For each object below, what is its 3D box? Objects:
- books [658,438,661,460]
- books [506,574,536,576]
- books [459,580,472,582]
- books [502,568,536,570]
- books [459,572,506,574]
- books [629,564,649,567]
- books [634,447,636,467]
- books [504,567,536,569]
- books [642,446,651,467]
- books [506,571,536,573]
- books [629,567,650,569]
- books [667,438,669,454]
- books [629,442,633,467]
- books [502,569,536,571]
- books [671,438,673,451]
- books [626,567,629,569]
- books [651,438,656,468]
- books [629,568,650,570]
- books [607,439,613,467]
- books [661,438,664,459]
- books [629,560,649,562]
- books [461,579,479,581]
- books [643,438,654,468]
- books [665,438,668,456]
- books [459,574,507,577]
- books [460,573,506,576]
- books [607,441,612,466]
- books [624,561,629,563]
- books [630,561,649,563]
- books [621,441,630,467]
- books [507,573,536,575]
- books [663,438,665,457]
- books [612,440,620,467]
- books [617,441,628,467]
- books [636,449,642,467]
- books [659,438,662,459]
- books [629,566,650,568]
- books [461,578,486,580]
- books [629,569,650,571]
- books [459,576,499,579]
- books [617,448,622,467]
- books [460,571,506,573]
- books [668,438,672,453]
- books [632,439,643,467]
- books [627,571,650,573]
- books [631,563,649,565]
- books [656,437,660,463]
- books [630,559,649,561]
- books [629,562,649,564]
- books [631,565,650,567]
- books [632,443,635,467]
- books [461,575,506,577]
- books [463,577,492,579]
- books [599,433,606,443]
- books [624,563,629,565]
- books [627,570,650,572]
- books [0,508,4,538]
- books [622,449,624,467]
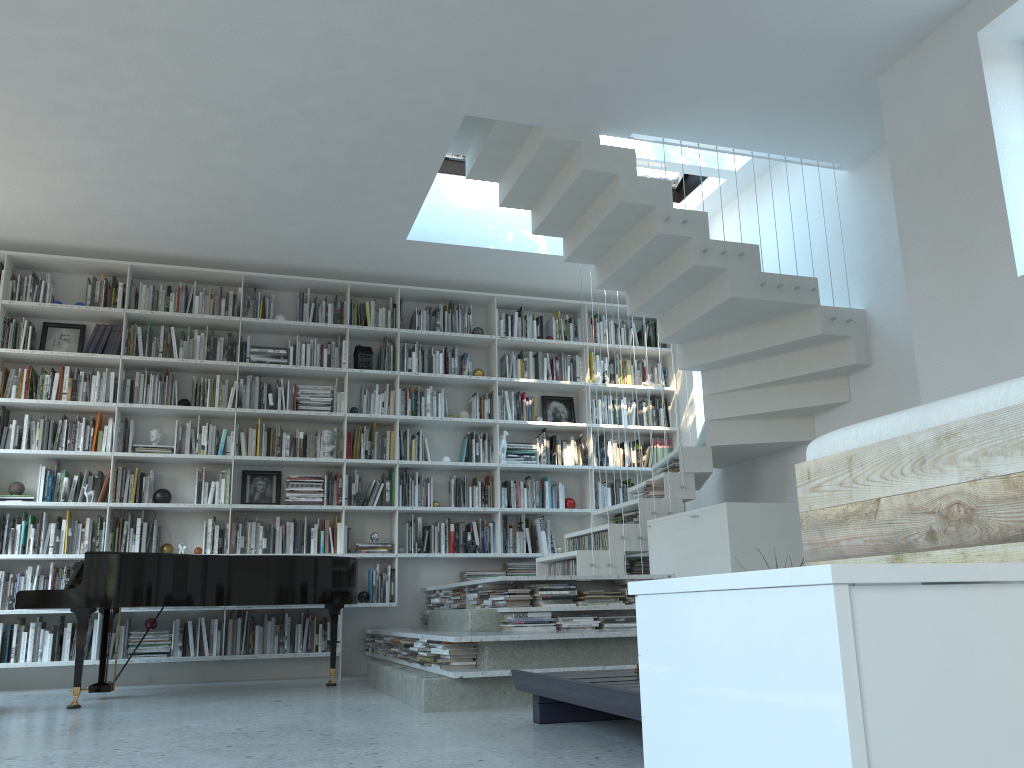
[{"bbox_3d":[1.293,0.645,7.996,0.018,0.292,0.169,3,-15,-17],"label":"books"},{"bbox_3d":[0.074,1.592,7.380,0.254,0.007,0.161,3,-15,-16],"label":"books"},{"bbox_3d":[-0.244,1.617,7.270,0.346,0.007,0.194,4,-15,-19],"label":"books"},{"bbox_3d":[0.072,1.539,7.386,0.285,0.005,0.160,4,-15,-21],"label":"books"},{"bbox_3d":[-0.243,1.552,7.287,0.346,0.007,0.194,4,-15,-19],"label":"books"},{"bbox_3d":[1.182,1.582,7.735,0.285,0.009,0.160,2,-15,-14],"label":"books"},{"bbox_3d":[1.074,0.680,7.941,0.014,0.206,0.138,3,-15,-17],"label":"books"},{"bbox_3d":[0.075,1.534,7.388,0.254,0.005,0.161,2,-15,-13],"label":"books"},{"bbox_3d":[1.179,0.678,7.949,0.088,0.216,0.167,3,-15,-17],"label":"books"},{"bbox_3d":[0.072,1.567,7.384,0.285,0.005,0.160,4,-15,-19],"label":"books"},{"bbox_3d":[1.183,1.609,7.737,0.327,0.008,0.208,1,-15,-8],"label":"books"},{"bbox_3d":[1.379,0.650,8.023,0.018,0.292,0.169,3,-15,-17],"label":"books"},{"bbox_3d":[1.039,0.654,7.930,0.012,0.253,0.161,3,-15,-17],"label":"books"},{"bbox_3d":[0.071,1.552,7.390,0.285,0.005,0.160,3,-15,-18],"label":"books"},{"bbox_3d":[1.414,0.651,8.033,0.018,0.292,0.169,3,-15,-17],"label":"books"},{"bbox_3d":[0.806,1.582,7.607,0.354,0.017,0.198,2,-15,-12],"label":"books"},{"bbox_3d":[1.252,0.643,7.983,0.033,0.293,0.169,3,-15,-17],"label":"books"},{"bbox_3d":[1.184,1.616,7.732,0.328,0.008,0.208,3,-15,-15],"label":"books"},{"bbox_3d":[0.852,0.635,7.863,0.022,0.265,0.157,3,-15,-17],"label":"books"},{"bbox_3d":[1.329,0.646,8.003,0.018,0.292,0.169,3,-15,-17],"label":"books"},{"bbox_3d":[1.179,1.549,7.750,0.285,0.009,0.160,3,-15,-17],"label":"books"},{"bbox_3d":[-0.242,1.608,7.264,0.308,0.008,0.195,5,-16,-22],"label":"books"},{"bbox_3d":[1.216,0.643,7.972,0.072,0.291,0.169,3,-15,-17],"label":"books"},{"bbox_3d":[1.364,0.647,8.013,0.018,0.292,0.169,3,-15,-17],"label":"books"},{"bbox_3d":[-0.240,1.571,7.273,0.346,0.007,0.194,5,-16,-22],"label":"books"},{"bbox_3d":[-0.243,1.566,7.283,0.346,0.007,0.194,3,-15,-15],"label":"books"},{"bbox_3d":[0.833,0.641,7.842,0.026,0.245,0.181,3,-15,-17],"label":"books"},{"bbox_3d":[0.800,1.535,7.634,0.354,0.017,0.198,3,-15,-17],"label":"books"},{"bbox_3d":[1.180,1.557,7.745,0.254,0.009,0.161,3,-15,-18],"label":"books"},{"bbox_3d":[1.000,0.647,7.911,0.029,0.258,0.172,3,-15,-17],"label":"books"},{"bbox_3d":[0.074,1.586,7.382,0.285,0.007,0.160,3,-15,-16],"label":"books"},{"bbox_3d":[1.345,0.648,8.012,0.018,0.292,0.169,3,-15,-17],"label":"books"},{"bbox_3d":[0.893,0.636,7.862,0.056,0.261,0.177,3,-15,-17],"label":"books"},{"bbox_3d":[0.979,0.649,7.892,0.022,0.246,0.181,3,-15,-17],"label":"books"},{"bbox_3d":[1.105,0.684,7.907,0.024,0.180,0.191,3,-15,-17],"label":"books"},{"bbox_3d":[1.310,0.646,8.001,0.018,0.292,0.169,3,-15,-17],"label":"books"},{"bbox_3d":[1.185,1.599,7.728,0.328,0.008,0.208,2,-15,-12],"label":"books"},{"bbox_3d":[-0.246,1.604,7.278,0.308,0.008,0.195,3,-15,-17],"label":"books"},{"bbox_3d":[1.185,1.621,7.725,0.368,0.007,0.206,2,-15,-13],"label":"books"},{"bbox_3d":[-0.242,1.587,7.275,0.346,0.007,0.194,4,-15,-20],"label":"books"},{"bbox_3d":[0.931,0.673,7.865,0.023,0.188,0.170,3,-15,-17],"label":"books"},{"bbox_3d":[-0.243,1.545,7.288,0.346,0.007,0.194,3,-15,-15],"label":"books"},{"bbox_3d":[1.400,0.648,8.018,0.018,0.292,0.169,3,-15,-17],"label":"books"},{"bbox_3d":[1.120,0.645,7.951,0.026,0.277,0.170,3,-15,-17],"label":"books"},{"bbox_3d":[1.185,1.636,7.722,0.327,0.008,0.208,2,-15,-11],"label":"books"},{"bbox_3d":[1.182,1.573,7.735,0.254,0.009,0.161,2,-15,-13],"label":"books"},{"bbox_3d":[1.279,0.640,7.978,0.018,0.292,0.169,3,-15,-17],"label":"books"},{"bbox_3d":[1.180,1.539,7.748,0.254,0.009,0.161,3,-15,-15],"label":"books"},{"bbox_3d":[1.179,1.567,7.746,0.285,0.009,0.160,3,-15,-17],"label":"books"},{"bbox_3d":[1.182,1.591,7.733,0.254,0.009,0.161,2,-15,-14],"label":"books"},{"bbox_3d":[1.056,0.658,7.938,0.025,0.248,0.134,3,-15,-17],"label":"books"},{"bbox_3d":[-0.243,1.581,7.280,0.346,0.007,0.194,3,-15,-15],"label":"books"},{"bbox_3d":[-0.240,1.593,7.269,0.308,0.008,0.195,2,-15,-12],"label":"books"},{"bbox_3d":[0.808,0.607,7.864,0.012,0.321,0.142,3,-14,-17],"label":"books"},{"bbox_3d":[0.802,1.551,7.624,0.354,0.017,0.198,3,-15,-15],"label":"books"},{"bbox_3d":[1.185,1.628,7.721,0.328,0.008,0.208,2,-15,-12],"label":"books"},{"bbox_3d":[-3.691,1.043,6.254,0.106,0.339,0.307,3,-15,-17],"label":"books"},{"bbox_3d":[0.950,0.682,7.892,0.030,0.184,0.137,3,-15,-17],"label":"books"}]
